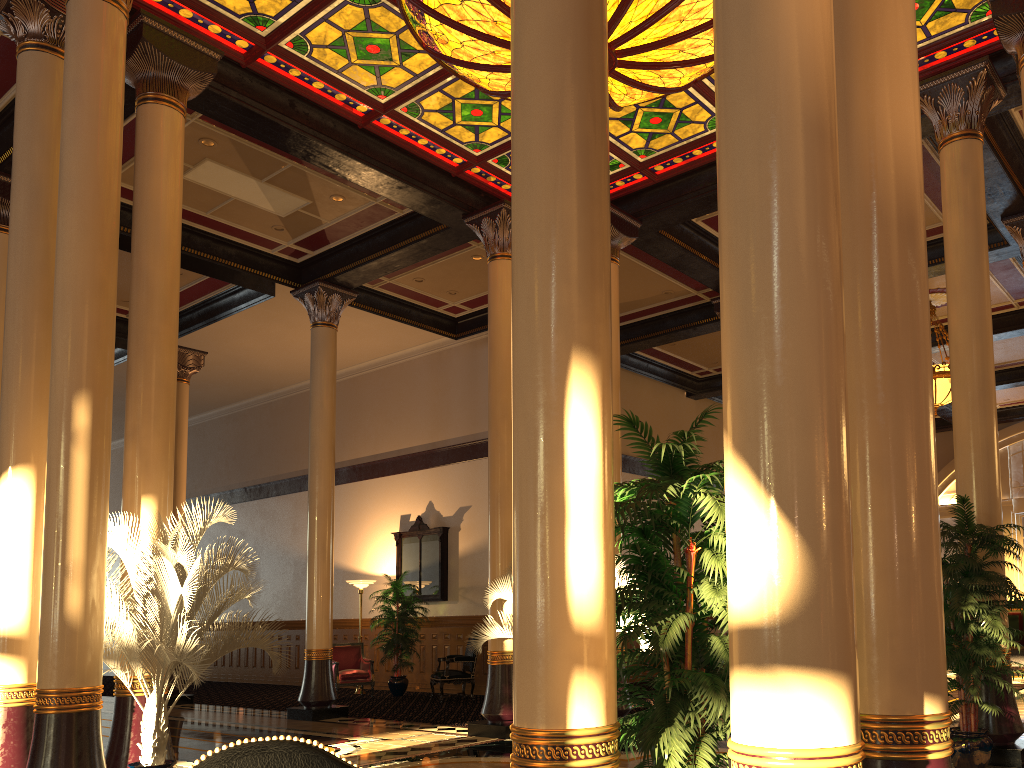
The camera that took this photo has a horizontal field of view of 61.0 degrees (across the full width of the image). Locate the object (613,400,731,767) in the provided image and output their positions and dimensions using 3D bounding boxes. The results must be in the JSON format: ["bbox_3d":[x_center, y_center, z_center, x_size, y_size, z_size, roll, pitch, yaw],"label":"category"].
[{"bbox_3d":[0.706,1.124,3.477,1.080,2.117,1.054,-1,-7,-1],"label":"object"}]

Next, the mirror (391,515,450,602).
[{"bbox_3d":[-1.655,3.129,15.590,1.348,1.528,0.209,-9,-9,40],"label":"mirror"}]

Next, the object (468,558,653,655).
[{"bbox_3d":[0.796,2.651,9.389,1.775,2.236,2.172,-10,-13,43],"label":"object"}]

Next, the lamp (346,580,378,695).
[{"bbox_3d":[-2.697,4.504,15.472,0.580,1.980,0.590,-1,-6,1],"label":"lamp"}]

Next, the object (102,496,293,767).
[{"bbox_3d":[-2.323,1.911,6.323,1.999,2.221,1.901,-6,-11,28],"label":"object"}]

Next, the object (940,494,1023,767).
[{"bbox_3d":[3.494,1.932,6.724,1.007,2.117,1.129,-5,-8,29],"label":"object"}]

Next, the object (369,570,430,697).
[{"bbox_3d":[-1.935,4.243,14.830,1.080,2.117,1.054,-1,-7,-1],"label":"object"}]

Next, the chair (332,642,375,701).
[{"bbox_3d":[-2.718,4.821,14.611,0.709,0.905,0.633,4,-10,-29],"label":"chair"}]

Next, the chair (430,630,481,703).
[{"bbox_3d":[-0.917,4.498,13.906,0.768,1.081,0.730,3,-9,-25],"label":"chair"}]

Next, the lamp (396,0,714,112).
[{"bbox_3d":[0.594,-2.792,6.790,2.917,0.591,3.155,-13,-18,37],"label":"lamp"}]

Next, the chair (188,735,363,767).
[{"bbox_3d":[-0.275,1.036,1.080,0.770,1.081,0.728,5,-10,-34],"label":"chair"}]

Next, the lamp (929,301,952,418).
[{"bbox_3d":[6.710,-0.396,13.856,1.155,1.876,1.248,-7,-10,34],"label":"lamp"}]
